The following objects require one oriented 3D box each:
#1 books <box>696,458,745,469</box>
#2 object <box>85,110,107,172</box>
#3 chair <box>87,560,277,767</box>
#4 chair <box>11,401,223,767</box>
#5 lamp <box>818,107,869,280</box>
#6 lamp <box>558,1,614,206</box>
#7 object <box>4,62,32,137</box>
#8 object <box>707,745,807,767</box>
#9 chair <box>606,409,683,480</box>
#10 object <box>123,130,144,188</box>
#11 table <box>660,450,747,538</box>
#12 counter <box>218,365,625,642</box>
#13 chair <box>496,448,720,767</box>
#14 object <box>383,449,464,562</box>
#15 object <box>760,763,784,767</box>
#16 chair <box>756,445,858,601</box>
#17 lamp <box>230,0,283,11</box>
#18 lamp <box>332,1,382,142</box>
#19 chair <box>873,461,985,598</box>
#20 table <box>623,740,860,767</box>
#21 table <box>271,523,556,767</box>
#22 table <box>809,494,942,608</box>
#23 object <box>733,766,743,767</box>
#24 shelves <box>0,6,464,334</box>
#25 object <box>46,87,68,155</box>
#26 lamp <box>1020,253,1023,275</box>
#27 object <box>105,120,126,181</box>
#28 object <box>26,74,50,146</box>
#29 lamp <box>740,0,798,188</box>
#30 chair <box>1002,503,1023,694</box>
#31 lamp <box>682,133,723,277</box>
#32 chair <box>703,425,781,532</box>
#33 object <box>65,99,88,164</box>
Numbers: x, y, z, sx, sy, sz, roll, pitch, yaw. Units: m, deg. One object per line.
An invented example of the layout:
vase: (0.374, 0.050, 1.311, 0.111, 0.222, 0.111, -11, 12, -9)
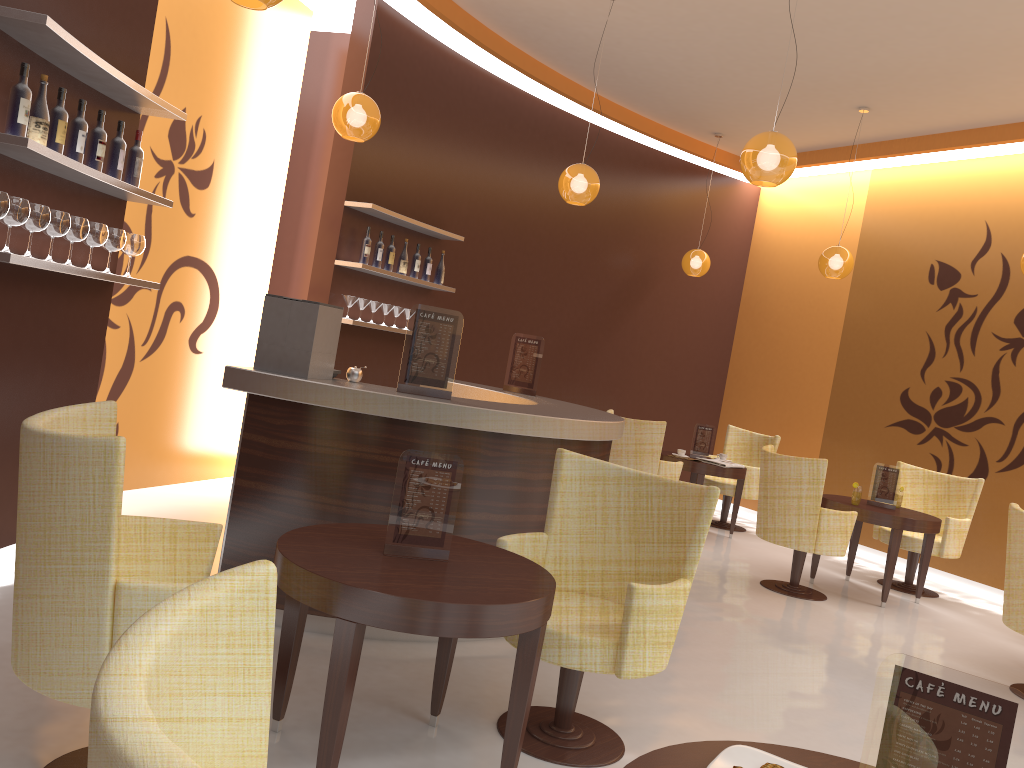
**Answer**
books: (1.935, 0.733, 8.222, 0.367, 0.035, 0.345, 8, 2, -41)
object: (-1.871, -1.085, 3.999, 0.073, 0.297, 0.073, 9, 2, -22)
chair: (-0.169, 0.799, 0.999, 0.685, 1.017, 0.729, 9, 2, -28)
chair: (-1.023, 0.604, 2.423, 0.685, 1.017, 0.729, 9, 2, -24)
lamp: (2.952, -1.670, 7.777, 0.299, 1.500, 0.299, 10, 2, 12)
lamp: (0.584, -2.031, 6.327, 0.299, 1.500, 0.299, 9, 2, -13)
object: (-1.857, -1.062, 3.346, 0.073, 0.297, 0.073, 9, 2, -22)
object: (0.468, 0.708, 1.560, 0.234, 0.020, 0.234, 11, 2, 30)
chair: (1.130, 0.793, 7.970, 0.685, 1.017, 0.729, 9, 2, -34)
object: (-1.844, -1.092, 4.337, 0.073, 0.297, 0.073, 9, 2, -22)
table: (1.733, 1.053, 8.451, 0.872, 0.679, 0.874, 10, 2, 5)
counter: (-0.235, 0.610, 5.102, 1.586, 1.100, 2.917, 10, 2, 14)
chair: (0.301, 0.804, 3.298, 0.729, 1.017, 0.685, 11, 2, 37)
object: (-0.273, 0.379, 2.782, 0.209, 0.335, 0.042, 9, 2, -17)
object: (0.476, 0.700, 1.600, 0.055, 0.014, 0.053, 11, 3, 42)
chair: (2.107, 1.010, 6.486, 0.685, 1.017, 0.729, 9, 2, -14)
lamp: (-0.873, -2.183, 3.338, 0.299, 1.500, 0.299, 11, 2, 37)
lamp: (-0.853, -2.250, 5.446, 0.299, 1.500, 0.299, 9, 2, -13)
chair: (3.415, 1.206, 7.385, 0.685, 1.017, 0.729, 8, 3, -43)
table: (0.511, 1.076, 1.350, 0.872, 0.679, 0.874, 10, 2, 15)
table: (-0.349, 0.881, 2.786, 0.872, 0.679, 0.874, 10, 2, 15)
table: (2.788, 1.287, 6.871, 0.872, 0.679, 0.874, 10, 2, 0)
object: (0.421, 0.691, 1.564, 0.052, 0.018, 0.055, 10, 2, -7)
shelves: (-1.394, -0.898, 5.477, 0.586, 0.902, 4.744, 10, 2, 16)
object: (-1.882, -1.077, 3.671, 0.073, 0.297, 0.073, 11, 2, 28)
lamp: (3.863, -1.462, 6.238, 0.299, 1.500, 0.299, 10, 2, -6)
object: (-1.859, -1.089, 4.173, 0.073, 0.297, 0.073, 9, 2, -34)
object: (-1.882, -1.077, 3.527, 0.086, 0.303, 0.086, 11, 2, 38)
lamp: (1.495, -1.823, 4.788, 0.299, 1.500, 0.299, 11, 2, 37)
chair: (3.023, 1.225, 4.771, 0.685, 1.017, 0.729, 9, 2, -34)
lamp: (2.042, -1.878, 9.316, 0.299, 1.500, 0.299, 9, 2, -31)
chair: (2.282, 0.956, 9.064, 0.685, 1.017, 0.729, 9, 2, -32)
object: (-1.879, -1.082, 3.838, 0.073, 0.297, 0.073, 9, 2, -22)
